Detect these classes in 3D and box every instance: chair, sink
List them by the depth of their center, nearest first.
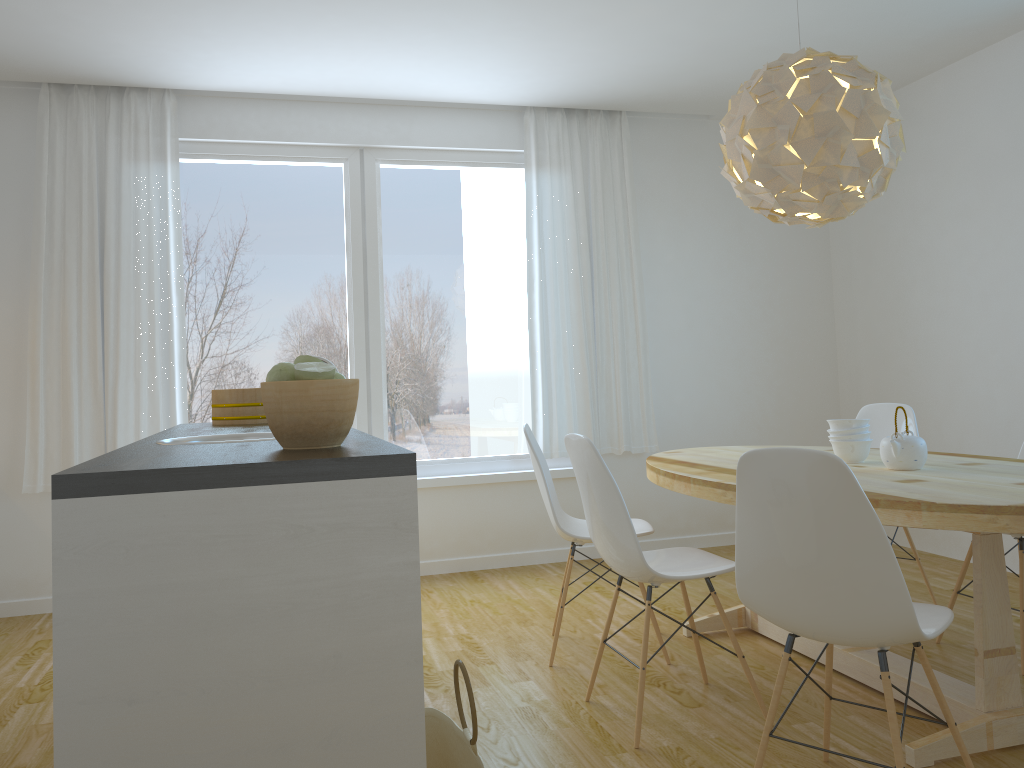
[{"bbox_3d":[0.811,0.585,2.132,0.428,0.905,0.523,-5,-4,44],"label":"chair"},{"bbox_3d":[-0.733,0.219,2.362,0.403,0.157,0.404,-2,0,26],"label":"sink"},{"bbox_3d":[1.926,0.537,3.320,0.523,0.905,0.428,-2,-3,-16],"label":"chair"},{"bbox_3d":[0.327,0.601,3.542,0.523,0.905,0.428,-2,-3,4],"label":"chair"},{"bbox_3d":[1.604,0.549,4.010,0.523,0.905,0.428,0,-4,-41],"label":"chair"}]

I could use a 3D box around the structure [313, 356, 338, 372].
[{"bbox_3d":[-0.533,0.030,2.403,0.162,0.216,0.096,-2,-3,-16],"label":"structure"}]

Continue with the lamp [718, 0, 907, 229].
[{"bbox_3d":[1.072,-1.121,3.222,0.647,1.139,0.637,-2,-3,-17],"label":"lamp"}]

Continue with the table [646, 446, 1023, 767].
[{"bbox_3d":[1.201,0.654,3.120,1.194,0.727,2.184,-2,0,-17],"label":"table"}]

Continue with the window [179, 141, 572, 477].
[{"bbox_3d":[-0.846,-0.412,5.119,2.728,1.925,0.088,-2,-3,-16],"label":"window"}]

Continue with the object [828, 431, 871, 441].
[{"bbox_3d":[1.246,0.223,3.260,0.151,0.093,0.152,-3,-1,23],"label":"object"}]

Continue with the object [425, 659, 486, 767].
[{"bbox_3d":[0.243,0.814,2.110,1.190,0.503,0.469,-2,-2,-38],"label":"object"}]

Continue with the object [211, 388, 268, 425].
[{"bbox_3d":[-1.021,0.048,3.632,0.378,0.215,0.429,-2,-1,12],"label":"object"}]

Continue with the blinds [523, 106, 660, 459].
[{"bbox_3d":[0.465,-0.648,5.304,0.795,2.167,0.149,-1,-4,-15],"label":"blinds"}]

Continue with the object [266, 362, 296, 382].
[{"bbox_3d":[-0.476,0.002,1.881,0.086,0.099,0.102,-2,-2,5],"label":"object"}]

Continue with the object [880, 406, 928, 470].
[{"bbox_3d":[1.301,0.181,2.977,0.177,0.212,0.146,-2,-2,-16],"label":"object"}]

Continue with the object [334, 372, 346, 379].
[{"bbox_3d":[-0.398,0.014,1.903,0.097,0.086,0.081,-3,-2,39],"label":"object"}]

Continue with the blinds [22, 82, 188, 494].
[{"bbox_3d":[-2.098,-0.544,4.574,0.795,2.167,0.149,-1,-4,-16],"label":"blinds"}]

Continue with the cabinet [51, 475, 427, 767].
[{"bbox_3d":[-0.769,0.642,2.648,0.601,0.912,2.394,-2,0,-16],"label":"cabinet"}]

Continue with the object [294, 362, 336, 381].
[{"bbox_3d":[-0.406,-0.014,1.828,0.086,0.065,0.083,-2,-1,-4],"label":"object"}]

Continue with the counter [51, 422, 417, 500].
[{"bbox_3d":[-0.788,0.167,2.676,0.601,0.040,2.394,-2,0,-16],"label":"counter"}]

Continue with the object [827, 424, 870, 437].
[{"bbox_3d":[1.242,0.199,3.262,0.150,0.096,0.151,-2,-1,1],"label":"object"}]

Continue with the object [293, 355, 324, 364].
[{"bbox_3d":[-0.446,-0.028,1.951,0.077,0.072,0.074,-3,-2,9],"label":"object"}]

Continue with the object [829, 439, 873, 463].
[{"bbox_3d":[1.250,0.246,3.258,0.151,0.083,0.152,-3,-1,23],"label":"object"}]

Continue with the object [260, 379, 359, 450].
[{"bbox_3d":[-0.426,0.064,1.880,0.205,0.142,0.205,-3,-1,36],"label":"object"}]

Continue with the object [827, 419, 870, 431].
[{"bbox_3d":[1.243,0.171,3.265,0.152,0.087,0.151,-2,-1,12],"label":"object"}]

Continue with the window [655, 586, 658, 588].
[{"bbox_3d":[1.713,-0.453,2.810,2.550,2.060,1.874,-2,-2,-16],"label":"window"}]
